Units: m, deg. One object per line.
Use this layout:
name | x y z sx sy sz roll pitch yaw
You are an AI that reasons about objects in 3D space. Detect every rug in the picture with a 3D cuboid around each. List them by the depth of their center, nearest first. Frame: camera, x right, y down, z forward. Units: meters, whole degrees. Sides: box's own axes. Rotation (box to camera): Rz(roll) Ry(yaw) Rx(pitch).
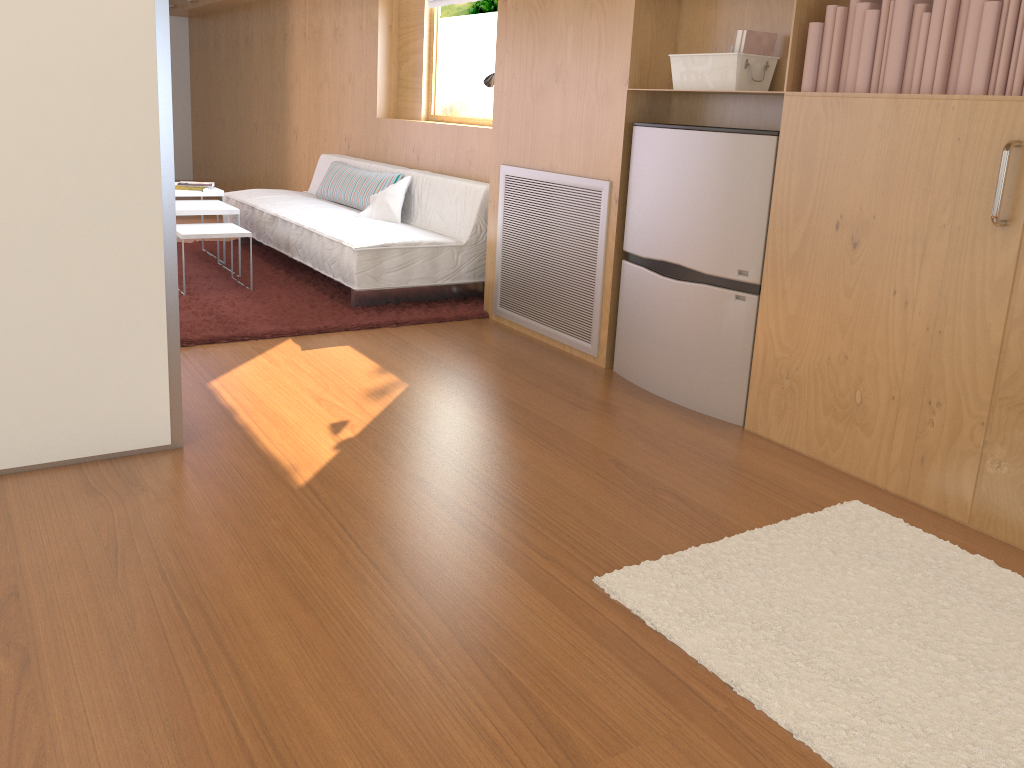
rug | 1.561 0.914 0.697 0.920 0.011 3.778 -8 20 -31
rug | -1.344 -0.603 5.031 1.892 0.020 2.518 -8 20 -31

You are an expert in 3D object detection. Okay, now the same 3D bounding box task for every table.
table | -1.581 -0.658 4.612 0.343 0.303 0.375 -7 19 -32
table | -1.793 -0.808 4.930 0.426 0.376 0.465 -7 19 -32
table | -2.038 -0.965 5.301 0.487 0.430 0.532 -7 19 -32

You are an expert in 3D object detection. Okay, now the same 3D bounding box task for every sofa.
sofa | -1.002 -0.987 5.291 0.866 0.617 2.390 -7 20 -31

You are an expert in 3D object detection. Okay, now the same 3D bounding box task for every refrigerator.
refrigerator | 0.690 -0.436 3.232 0.262 0.969 0.724 -6 17 -32

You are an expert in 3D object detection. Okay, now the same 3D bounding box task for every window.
window | -0.104 -1.850 4.967 0.035 0.776 1.519 -5 18 -32

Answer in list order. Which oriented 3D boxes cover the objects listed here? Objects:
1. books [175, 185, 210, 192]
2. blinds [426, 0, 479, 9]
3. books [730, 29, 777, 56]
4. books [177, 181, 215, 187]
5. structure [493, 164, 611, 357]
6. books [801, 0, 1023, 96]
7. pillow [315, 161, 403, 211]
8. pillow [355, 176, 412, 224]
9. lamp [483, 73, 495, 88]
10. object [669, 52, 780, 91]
books | -1.881 -1.143 5.165 0.193 0.016 0.155 2 17 -3
blinds | -0.128 -2.168 4.863 0.048 0.109 1.520 -6 19 -32
books | 0.803 -1.091 2.986 0.150 0.189 0.090 -6 17 -32
books | -1.873 -1.184 5.245 0.193 0.016 0.155 -1 18 -13
structure | 0.151 -0.571 3.899 0.013 0.708 0.832 -5 18 -32
books | 1.808 -0.781 1.423 0.189 0.646 3.156 -5 19 -32
pillow | -0.991 -1.243 5.578 0.172 0.247 1.057 -6 19 -32
pillow | -0.722 -1.058 5.027 0.347 0.247 0.271 9 17 20
lamp | -0.093 -0.975 4.445 0.256 1.176 0.184 12 16 32
object | 0.732 -1.086 3.095 0.204 0.120 0.355 -7 20 -31
